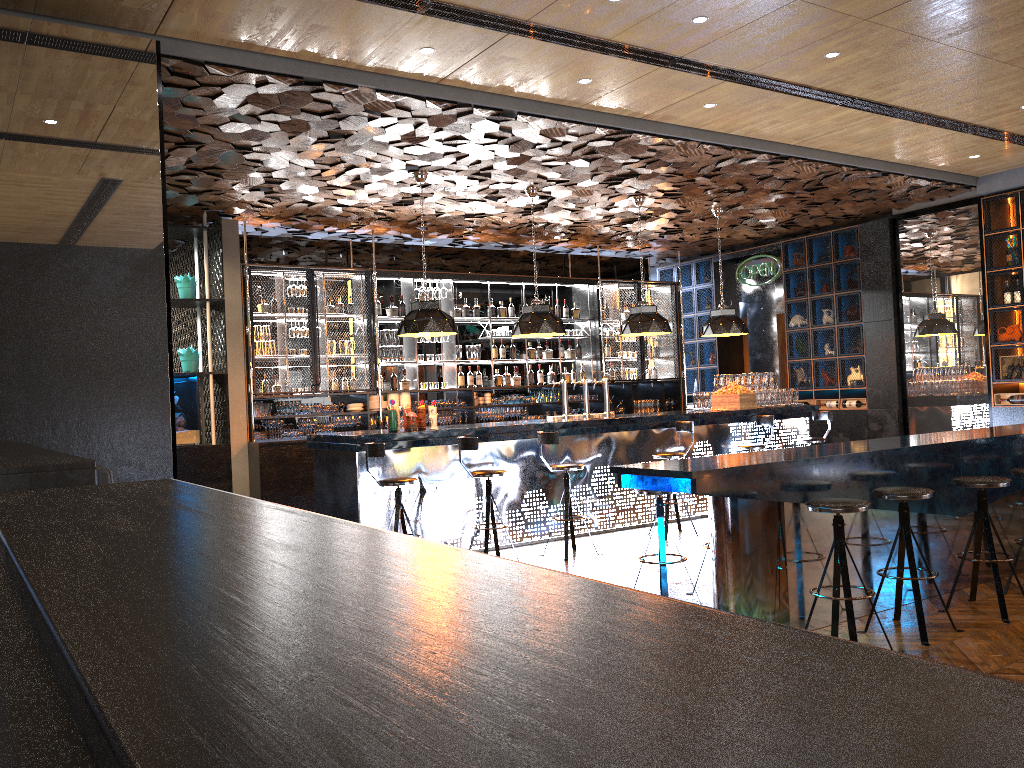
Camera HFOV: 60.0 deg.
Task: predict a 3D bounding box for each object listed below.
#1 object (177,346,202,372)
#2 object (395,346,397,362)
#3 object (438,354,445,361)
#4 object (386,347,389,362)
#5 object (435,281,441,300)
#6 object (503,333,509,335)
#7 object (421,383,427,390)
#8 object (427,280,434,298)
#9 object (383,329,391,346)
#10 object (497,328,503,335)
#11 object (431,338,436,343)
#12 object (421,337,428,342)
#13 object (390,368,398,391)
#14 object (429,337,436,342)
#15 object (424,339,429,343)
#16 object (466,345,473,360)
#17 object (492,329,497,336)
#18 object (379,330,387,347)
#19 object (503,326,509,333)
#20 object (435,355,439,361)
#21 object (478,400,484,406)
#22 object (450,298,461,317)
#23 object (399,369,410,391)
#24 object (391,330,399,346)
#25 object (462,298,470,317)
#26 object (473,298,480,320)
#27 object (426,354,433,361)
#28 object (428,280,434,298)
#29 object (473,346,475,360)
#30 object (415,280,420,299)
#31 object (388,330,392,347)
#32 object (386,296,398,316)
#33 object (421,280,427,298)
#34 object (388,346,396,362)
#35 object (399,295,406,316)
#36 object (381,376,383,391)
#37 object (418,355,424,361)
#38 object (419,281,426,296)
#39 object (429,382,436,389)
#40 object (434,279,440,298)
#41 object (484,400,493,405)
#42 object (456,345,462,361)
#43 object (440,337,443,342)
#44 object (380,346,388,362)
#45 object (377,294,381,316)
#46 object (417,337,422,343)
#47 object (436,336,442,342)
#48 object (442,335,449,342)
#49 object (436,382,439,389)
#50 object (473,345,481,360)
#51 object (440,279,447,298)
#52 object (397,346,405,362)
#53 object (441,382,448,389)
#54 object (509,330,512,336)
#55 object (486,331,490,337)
[{"bbox_3d":[-3.594,-0.275,9.863,0.265,0.325,0.245,-2,-1,-39],"label":"object"},{"bbox_3d":[-1.494,-0.378,11.423,0.105,0.209,0.105,-3,-1,12],"label":"object"},{"bbox_3d":[-0.914,-0.344,11.567,0.089,0.092,0.089,-3,-1,42],"label":"object"},{"bbox_3d":[-1.591,-0.374,11.373,0.105,0.209,0.105,-3,-1,12],"label":"object"},{"bbox_3d":[-0.984,-1.247,11.770,0.092,0.244,0.092,-3,-1,18],"label":"object"},{"bbox_3d":[-0.087,-0.720,12.199,0.089,0.092,0.089,-2,-1,-43],"label":"object"},{"bbox_3d":[-1.134,0.031,11.456,0.089,0.092,0.089,-3,-1,29],"label":"object"},{"bbox_3d":[-1.065,-1.247,11.522,0.092,0.244,0.092,-3,-1,18],"label":"object"},{"bbox_3d":[-1.586,-0.585,11.254,0.105,0.209,0.105,-3,-1,12],"label":"object"},{"bbox_3d":[-0.163,-0.716,12.104,0.089,0.092,0.089,-3,-1,9],"label":"object"},{"bbox_3d":[-1.045,-0.672,11.706,0.092,0.244,0.092,-3,-1,18],"label":"object"},{"bbox_3d":[-1.131,-0.672,11.454,0.092,0.244,0.092,-3,-1,18],"label":"object"},{"bbox_3d":[-1.500,-0.059,11.268,0.086,0.297,0.086,-3,-1,1],"label":"object"},{"bbox_3d":[-1.039,-0.675,11.513,0.092,0.244,0.092,-3,-1,18],"label":"object"},{"bbox_3d":[-1.128,-0.669,11.652,0.092,0.244,0.092,-3,-1,18],"label":"object"},{"bbox_3d":[-0.567,-0.414,11.872,0.105,0.209,0.105,-3,-1,12],"label":"object"},{"bbox_3d":[-0.250,-0.692,12.055,0.089,0.092,0.089,-3,-1,-7],"label":"object"},{"bbox_3d":[-1.652,-0.581,11.345,0.105,0.209,0.105,-3,-1,12],"label":"object"},{"bbox_3d":[-0.088,-0.746,12.199,0.089,0.092,0.089,-2,-1,-37],"label":"object"},{"bbox_3d":[-0.973,-0.339,11.744,0.089,0.092,0.089,-3,-1,42],"label":"object"},{"bbox_3d":[-0.418,0.255,11.922,0.094,0.067,0.106,-3,-1,19],"label":"object"},{"bbox_3d":[-0.756,-1.003,11.820,0.123,0.279,0.123,-2,-1,-44],"label":"object"},{"bbox_3d":[-1.373,-0.053,11.363,0.123,0.279,0.123,-2,-1,-19],"label":"object"},{"bbox_3d":[-1.493,-0.588,11.325,0.105,0.209,0.105,-3,-1,12],"label":"object"},{"bbox_3d":[-0.623,-1.011,11.905,0.083,0.282,0.083,-3,-1,42],"label":"object"},{"bbox_3d":[-0.483,-1.016,11.995,0.083,0.282,0.083,-2,-1,-18],"label":"object"},{"bbox_3d":[-1.068,-0.337,11.541,0.089,0.092,0.089,-3,-1,35],"label":"object"},{"bbox_3d":[-1.071,-1.244,11.714,0.092,0.244,0.092,-3,-1,18],"label":"object"},{"bbox_3d":[-0.512,-0.415,12.008,0.105,0.209,0.105,-3,-1,12],"label":"object"},{"bbox_3d":[-1.247,-1.238,11.601,0.092,0.244,0.092,-3,-1,18],"label":"object"},{"bbox_3d":[-1.546,-0.585,11.399,0.105,0.209,0.105,-3,-1,12],"label":"object"},{"bbox_3d":[-1.530,-0.982,11.303,0.123,0.279,0.123,-2,-1,-44],"label":"object"},{"bbox_3d":[-1.155,-1.241,11.661,0.092,0.244,0.092,-3,-1,18],"label":"object"},{"bbox_3d":[-1.526,-0.378,11.285,0.105,0.209,0.105,-3,-1,12],"label":"object"},{"bbox_3d":[-1.410,-0.997,11.402,0.086,0.299,0.086,-3,-1,16],"label":"object"},{"bbox_3d":[-1.677,-0.051,11.191,0.086,0.299,0.086,-3,-1,16],"label":"object"},{"bbox_3d":[-1.188,-0.332,11.515,0.089,0.092,0.089,-3,-1,35],"label":"object"},{"bbox_3d":[-1.158,-1.244,11.462,0.092,0.244,0.092,-3,-1,18],"label":"object"},{"bbox_3d":[-1.026,0.027,11.509,0.089,0.092,0.089,-3,-1,20],"label":"object"},{"bbox_3d":[-0.982,-1.250,11.576,0.092,0.244,0.092,-3,-1,18],"label":"object"},{"bbox_3d":[-0.321,0.249,11.874,0.106,0.067,0.094,-2,-1,-45],"label":"object"},{"bbox_3d":[-0.713,-0.409,11.746,0.105,0.209,0.105,-3,-1,12],"label":"object"},{"bbox_3d":[-0.958,-0.675,11.762,0.092,0.244,0.092,-3,-1,18],"label":"object"},{"bbox_3d":[-1.625,-0.375,11.220,0.105,0.209,0.105,-3,-1,12],"label":"object"},{"bbox_3d":[-1.705,-0.986,11.245,0.086,0.298,0.086,-3,-1,16],"label":"object"},{"bbox_3d":[-1.221,-0.666,11.592,0.092,0.244,0.092,-3,-1,18],"label":"object"},{"bbox_3d":[-0.956,-0.678,11.567,0.092,0.244,0.092,-3,-1,18],"label":"object"},{"bbox_3d":[-0.869,-0.681,11.623,0.092,0.244,0.092,-3,-1,18],"label":"object"},{"bbox_3d":[-1.005,0.028,11.640,0.089,0.092,0.089,-2,-1,-22],"label":"object"},{"bbox_3d":[-0.463,-0.418,11.911,0.105,0.209,0.105,-3,-1,12],"label":"object"},{"bbox_3d":[-0.895,-1.253,11.632,0.092,0.244,0.092,-3,-1,18],"label":"object"},{"bbox_3d":[-1.422,-0.382,11.337,0.105,0.209,0.105,-3,-1,12],"label":"object"},{"bbox_3d":[-0.882,0.022,11.644,0.089,0.092,0.089,-2,-1,-22],"label":"object"},{"bbox_3d":[-0.044,-0.697,12.356,0.089,0.092,0.089,-2,-1,-43],"label":"object"},{"bbox_3d":[-0.319,-0.687,12.205,0.089,0.092,0.089,-3,-1,29],"label":"object"}]
